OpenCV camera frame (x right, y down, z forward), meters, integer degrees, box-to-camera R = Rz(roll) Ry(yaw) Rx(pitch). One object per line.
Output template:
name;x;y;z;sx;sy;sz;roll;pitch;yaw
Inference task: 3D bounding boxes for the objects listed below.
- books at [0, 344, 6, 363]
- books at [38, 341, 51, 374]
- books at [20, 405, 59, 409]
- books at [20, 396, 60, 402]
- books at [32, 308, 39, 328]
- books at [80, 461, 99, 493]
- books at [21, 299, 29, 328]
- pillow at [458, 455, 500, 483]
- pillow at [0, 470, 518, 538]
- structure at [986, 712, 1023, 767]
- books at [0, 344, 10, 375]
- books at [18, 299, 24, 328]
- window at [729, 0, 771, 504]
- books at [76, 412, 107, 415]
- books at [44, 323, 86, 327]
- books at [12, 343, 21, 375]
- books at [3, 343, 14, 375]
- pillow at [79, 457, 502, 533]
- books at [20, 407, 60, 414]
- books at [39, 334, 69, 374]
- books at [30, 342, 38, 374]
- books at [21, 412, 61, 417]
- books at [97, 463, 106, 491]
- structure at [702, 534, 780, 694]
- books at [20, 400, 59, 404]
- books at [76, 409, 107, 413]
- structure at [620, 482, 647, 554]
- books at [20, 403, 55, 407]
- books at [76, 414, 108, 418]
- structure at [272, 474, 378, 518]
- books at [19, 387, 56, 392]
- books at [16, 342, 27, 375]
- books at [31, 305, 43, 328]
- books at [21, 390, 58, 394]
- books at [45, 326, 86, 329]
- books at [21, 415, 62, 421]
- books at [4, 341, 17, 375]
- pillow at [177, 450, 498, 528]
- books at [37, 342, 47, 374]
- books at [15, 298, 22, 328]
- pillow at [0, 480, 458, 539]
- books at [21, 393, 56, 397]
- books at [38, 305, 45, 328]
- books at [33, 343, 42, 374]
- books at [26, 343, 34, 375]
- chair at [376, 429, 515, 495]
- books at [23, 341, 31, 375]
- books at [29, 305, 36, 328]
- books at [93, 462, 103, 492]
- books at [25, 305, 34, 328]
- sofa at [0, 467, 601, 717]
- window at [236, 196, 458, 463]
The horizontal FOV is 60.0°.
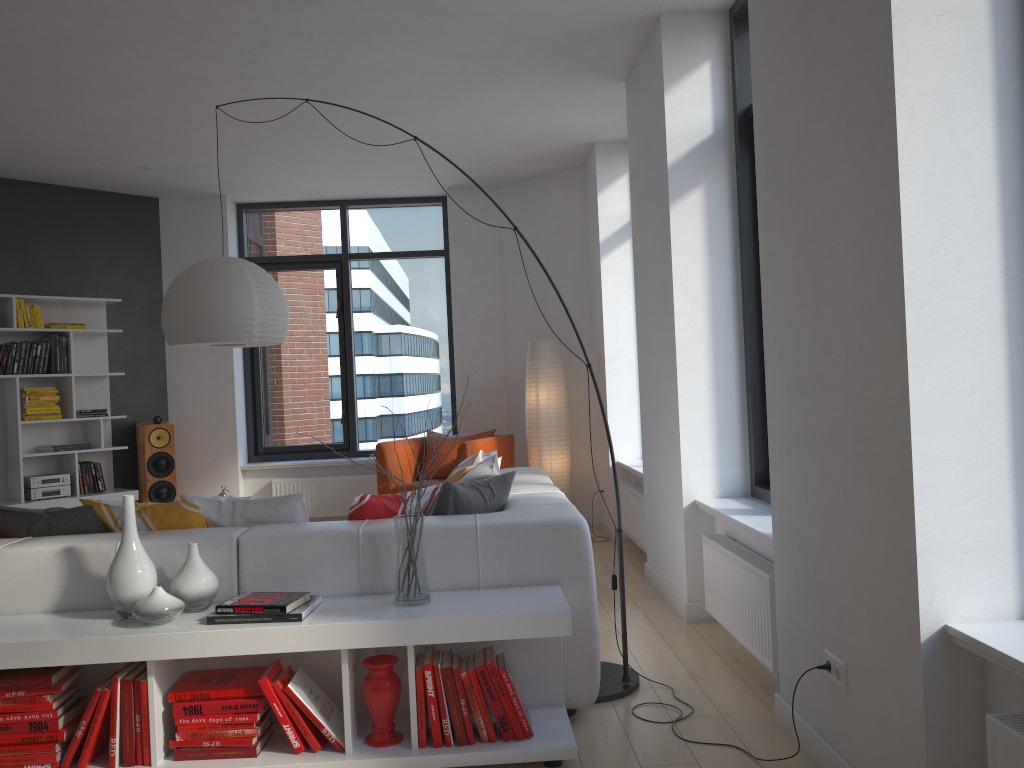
books;-3.877;-0.176;6.655;0.187;0.234;0.096;-3;0;43
books;-3.653;-0.200;6.896;0.197;0.260;0.066;-3;0;42
books;-3.689;0.179;6.899;0.251;0.014;0.189;-2;0;-45
books;-3.680;0.115;6.906;0.239;0.033;0.176;-2;0;-45
books;-3.677;-0.500;6.802;0.108;0.161;0.046;-3;0;41
books;-3.392;0.745;7.120;0.193;0.255;0.066;-3;0;42
books;-3.755;-0.529;6.778;0.164;0.224;0.054;-3;0;41
pillow;-1.440;0.634;3.837;2.953;0.453;0.647;-3;0;-15
pillow;-1.003;0.617;3.534;2.120;0.436;0.608;-3;0;-7
structure;1.088;0.923;1.375;0.110;0.460;1.015;-3;0;-3
books;-3.846;-0.178;6.669;0.169;0.233;0.081;-3;0;41
books;-3.769;-0.529;6.750;0.163;0.224;0.041;-3;0;41
window;1.238;-0.651;3.723;0.170;2.402;1.310;-3;0;-3
books;-3.388;0.237;7.127;0.142;0.015;0.198;-3;0;41
books;-3.551;-0.465;7.032;0.257;0.024;0.203;-2;0;-45
books;-3.795;-0.184;6.736;0.179;0.243;0.068;-3;0;41
books;-3.813;-0.183;6.686;0.172;0.242;0.069;-3;0;43
pillow;-0.826;0.626;4.078;0.630;0.440;2.095;-3;0;44
books;-3.676;0.207;6.891;0.189;0.042;0.243;-3;0;42
books;-3.610;-0.227;6.987;0.259;0.321;0.128;-3;0;42
books;-3.720;-0.194;6.824;0.192;0.254;0.075;-3;0;41
books;-3.672;0.240;6.887;0.257;0.024;0.203;-2;0;-45
books;-3.367;0.754;7.183;0.179;0.233;0.077;-3;0;42
structure;0.982;0.933;3.672;0.110;0.460;1.015;-3;0;-3
books;-3.687;0.141;6.899;0.171;0.019;0.239;-3;0;42
books;-3.398;0.218;7.139;0.213;0.023;0.161;-2;0;-44
structure;0.875;0.943;5.973;0.110;0.460;1.015;-3;0;-3
books;-3.681;0.161;6.879;0.217;0.023;0.145;-2;0;-44
books;-3.385;0.255;7.126;0.213;0.023;0.161;-2;0;-44
structure;-1.407;1.052;7.994;1.474;0.460;0.110;-3;0;-3
books;-3.704;0.041;6.914;0.223;0.023;0.163;-2;0;-44
books;-3.773;-0.190;6.767;0.191;0.249;0.084;-3;0;42
books;-3.672;-0.513;6.829;0.141;0.184;0.064;-3;0;43
books;-3.680;0.064;6.906;0.223;0.023;0.163;-2;0;-44
books;-3.542;-0.440;7.029;0.257;0.028;0.194;-2;0;-43
books;-3.662;0.265;6.884;0.257;0.028;0.194;-2;0;-43
books;-3.818;-0.190;6.721;0.192;0.254;0.075;-3;0;41
pillow;-0.641;0.600;4.337;0.580;0.456;2.156;-3;0;23
books;-3.675;-0.194;6.871;0.191;0.249;0.084;-3;0;42
books;-3.771;-0.531;6.720;0.161;0.229;0.041;-3;0;41
pillow;-1.327;0.658;3.510;2.250;0.449;0.575;-3;0;-5
books;-3.687;0.087;6.902;0.227;0.022;0.160;-3;0;-32
books;-3.663;-0.513;6.852;0.142;0.184;0.044;-3;0;43
books;-3.692;-0.191;6.835;0.179;0.243;0.071;-3;0;41
books;-3.715;-0.187;6.790;0.172;0.242;0.069;-3;0;43
chair;-0.498;0.807;7.206;0.896;0.858;0.843;-3;0;29
books;-3.751;-0.196;6.793;0.197;0.260;0.066;-3;0;42
books;-3.698;-0.509;6.796;0.128;0.178;0.044;-3;0;42
books;-3.366;0.750;7.137;0.177;0.242;0.066;-3;0;42
books;-3.717;-0.508;6.786;0.132;0.180;0.054;-3;0;42
sofa;-1.445;0.909;4.324;3.424;0.732;2.614;-3;0;-3
window;-1.525;-0.514;8.326;1.960;2.402;0.170;-3;0;-3
